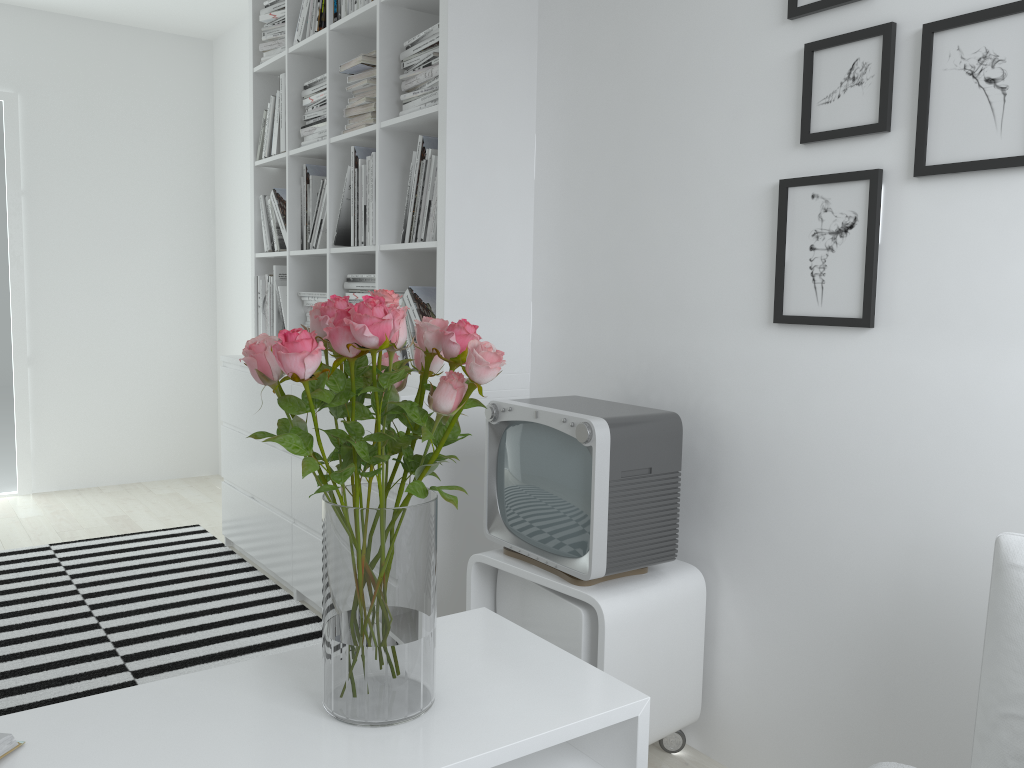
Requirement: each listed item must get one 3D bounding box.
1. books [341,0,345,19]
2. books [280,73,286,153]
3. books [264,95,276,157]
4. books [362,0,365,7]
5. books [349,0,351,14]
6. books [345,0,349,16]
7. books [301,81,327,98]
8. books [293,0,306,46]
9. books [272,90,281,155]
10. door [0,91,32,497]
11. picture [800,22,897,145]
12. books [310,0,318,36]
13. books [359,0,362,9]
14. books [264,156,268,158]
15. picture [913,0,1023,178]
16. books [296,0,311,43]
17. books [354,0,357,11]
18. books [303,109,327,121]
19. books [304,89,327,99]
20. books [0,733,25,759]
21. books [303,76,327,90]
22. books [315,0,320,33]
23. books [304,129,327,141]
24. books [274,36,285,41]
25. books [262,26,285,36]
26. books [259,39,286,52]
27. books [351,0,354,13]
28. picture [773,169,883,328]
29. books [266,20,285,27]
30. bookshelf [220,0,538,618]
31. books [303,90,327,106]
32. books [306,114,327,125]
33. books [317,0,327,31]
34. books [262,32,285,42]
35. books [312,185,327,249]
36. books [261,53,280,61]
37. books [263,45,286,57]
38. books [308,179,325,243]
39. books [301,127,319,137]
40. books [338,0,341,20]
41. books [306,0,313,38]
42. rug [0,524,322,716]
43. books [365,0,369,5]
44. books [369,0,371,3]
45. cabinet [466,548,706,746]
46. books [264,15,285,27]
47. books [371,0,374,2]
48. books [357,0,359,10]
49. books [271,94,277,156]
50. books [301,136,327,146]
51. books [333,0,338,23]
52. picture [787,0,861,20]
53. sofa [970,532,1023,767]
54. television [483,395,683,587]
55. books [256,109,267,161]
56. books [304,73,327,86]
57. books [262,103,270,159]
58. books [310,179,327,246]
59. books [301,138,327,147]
[{"bbox_3d":[-0.523,-1.301,2.992,0.106,0.162,0.032,-3,7,-35],"label":"books"},{"bbox_3d":[-0.811,-1.040,3.443,0.176,0.290,0.053,-3,7,-35],"label":"books"},{"bbox_3d":[-0.900,-1.029,3.579,0.172,0.235,0.112,-3,7,-35],"label":"books"},{"bbox_3d":[-0.424,-1.294,2.875,0.128,0.178,0.021,-3,7,-35],"label":"books"},{"bbox_3d":[-0.492,-1.292,2.959,0.110,0.153,0.018,-3,7,-35],"label":"books"},{"bbox_3d":[-0.502,-1.300,2.974,0.120,0.167,0.020,-3,7,-35],"label":"books"},{"bbox_3d":[-0.632,-1.085,3.278,0.176,0.025,0.331,-3,7,-35],"label":"books"},{"bbox_3d":[-0.699,-1.365,3.310,0.186,0.226,0.173,-3,7,-35],"label":"books"},{"bbox_3d":[-0.849,-1.024,3.513,0.174,0.242,0.105,-3,7,-35],"label":"books"},{"bbox_3d":[-2.992,-0.392,4.000,0.688,2.055,1.397,3,6,13],"label":"door"},{"bbox_3d":[0.664,-0.592,1.764,0.018,0.202,0.196,-3,7,-35],"label":"picture"},{"bbox_3d":[-0.637,-1.351,3.189,0.161,0.222,0.084,-3,7,-35],"label":"books"},{"bbox_3d":[-0.433,-1.300,2.900,0.134,0.184,0.030,-3,7,-35],"label":"books"},{"bbox_3d":[-0.917,-1.030,3.606,0.152,0.232,0.104,-3,7,-35],"label":"books"},{"bbox_3d":[0.820,-0.511,1.550,0.018,0.274,0.225,-3,7,-35],"label":"picture"},{"bbox_3d":[-0.686,-1.354,3.276,0.167,0.210,0.162,-3,7,-35],"label":"books"},{"bbox_3d":[-0.468,-1.298,2.931,0.109,0.171,0.018,-3,7,-35],"label":"books"},{"bbox_3d":[-0.641,-0.995,3.300,0.167,0.017,0.263,-4,8,-40],"label":"books"},{"bbox_3d":[-0.639,-1.068,3.290,0.161,0.013,0.254,-4,8,-40],"label":"books"},{"bbox_3d":[-0.768,0.463,0.998,0.231,0.040,0.342,2,6,7],"label":"books"},{"bbox_3d":[-0.638,-1.104,3.268,0.159,0.012,0.285,-3,7,-35],"label":"books"},{"bbox_3d":[-0.612,-1.361,3.167,0.159,0.248,0.089,-3,7,-35],"label":"books"},{"bbox_3d":[-0.638,-0.917,3.297,0.174,0.021,0.273,-3,7,-35],"label":"books"},{"bbox_3d":[-0.834,-1.376,3.571,0.182,0.016,0.288,-4,8,-40],"label":"books"},{"bbox_3d":[-0.856,-1.409,3.572,0.263,0.017,0.167,6,8,39],"label":"books"},{"bbox_3d":[-0.848,-1.353,3.565,0.296,0.028,0.180,5,7,34],"label":"books"},{"bbox_3d":[-0.483,-1.290,2.943,0.110,0.153,0.019,-3,7,-35],"label":"books"},{"bbox_3d":[0.641,-0.273,1.818,0.019,0.306,0.232,-3,7,-35],"label":"picture"},{"bbox_3d":[-0.845,-1.435,3.555,0.285,0.012,0.159,7,8,44],"label":"books"},{"bbox_3d":[-0.579,-0.437,3.165,0.440,2.416,1.595,-3,7,-35],"label":"bookshelf"},{"bbox_3d":[-0.639,-1.050,3.281,0.174,0.021,0.273,-3,7,-35],"label":"books"},{"bbox_3d":[-0.625,-0.979,3.303,0.182,0.016,0.288,-3,7,-35],"label":"books"},{"bbox_3d":[-0.589,-1.359,3.131,0.170,0.251,0.118,-3,7,-35],"label":"books"},{"bbox_3d":[-0.841,-1.392,3.577,0.288,0.016,0.182,5,7,34],"label":"books"},{"bbox_3d":[-0.644,-0.617,3.333,0.167,0.236,0.146,-3,7,-35],"label":"books"},{"bbox_3d":[-0.848,-1.310,3.573,0.288,0.016,0.182,6,8,39],"label":"books"},{"bbox_3d":[-0.852,-1.328,3.569,0.273,0.021,0.174,7,8,44],"label":"books"},{"bbox_3d":[-0.669,-0.646,3.348,0.161,0.226,0.138,-3,7,-35],"label":"books"},{"bbox_3d":[-0.634,-0.939,3.292,0.180,0.028,0.296,-4,8,-40],"label":"books"},{"bbox_3d":[-0.537,-1.305,3.012,0.107,0.167,0.017,-3,7,-35],"label":"books"},{"bbox_3d":[-0.655,-1.352,3.218,0.161,0.218,0.101,-3,7,-35],"label":"books"},{"bbox_3d":[-0.956,0.908,1.843,1.846,0.004,4.362,-3,7,-35],"label":"rug"},{"bbox_3d":[-0.413,-1.293,2.856,0.128,0.179,0.022,-3,7,-35],"label":"books"},{"bbox_3d":[-0.395,-1.301,2.842,0.127,0.200,0.020,-3,7,-35],"label":"books"},{"bbox_3d":[0.168,0.658,2.163,0.350,0.477,0.467,-4,8,-41],"label":"cabinet"},{"bbox_3d":[-0.866,-1.448,3.563,0.161,0.013,0.256,-4,8,-40],"label":"books"},{"bbox_3d":[-0.377,-1.296,2.815,0.136,0.196,0.045,-3,7,-35],"label":"books"},{"bbox_3d":[-0.449,-1.300,2.920,0.128,0.178,0.022,-3,7,-35],"label":"books"},{"bbox_3d":[-0.866,-1.027,3.549,0.172,0.239,0.093,-3,7,-35],"label":"books"},{"bbox_3d":[-0.634,-0.898,3.300,0.182,0.016,0.288,-4,8,-40],"label":"books"},{"bbox_3d":[-0.543,-1.341,3.046,0.140,0.231,0.042,-3,7,-35],"label":"books"},{"bbox_3d":[0.641,-0.881,1.773,0.018,0.248,0.196,-3,7,-35],"label":"picture"},{"bbox_3d":[-0.037,0.699,0.318,2.647,0.768,0.917,-3,7,-35],"label":"sofa"},{"bbox_3d":[0.151,0.237,2.094,0.273,0.374,0.414,-3,7,-35],"label":"television"},{"bbox_3d":[-0.964,-1.013,3.671,0.161,0.210,0.127,-3,7,-35],"label":"books"},{"bbox_3d":[-0.643,-1.118,3.281,0.161,0.012,0.254,-3,7,-35],"label":"books"},{"bbox_3d":[-0.931,-1.026,3.633,0.161,0.218,0.101,-3,7,-35],"label":"books"},{"bbox_3d":[-0.658,-0.634,3.348,0.159,0.253,0.153,-3,7,-35],"label":"books"},{"bbox_3d":[-0.643,-0.881,3.288,0.182,0.016,0.288,-3,7,-35],"label":"books"}]
